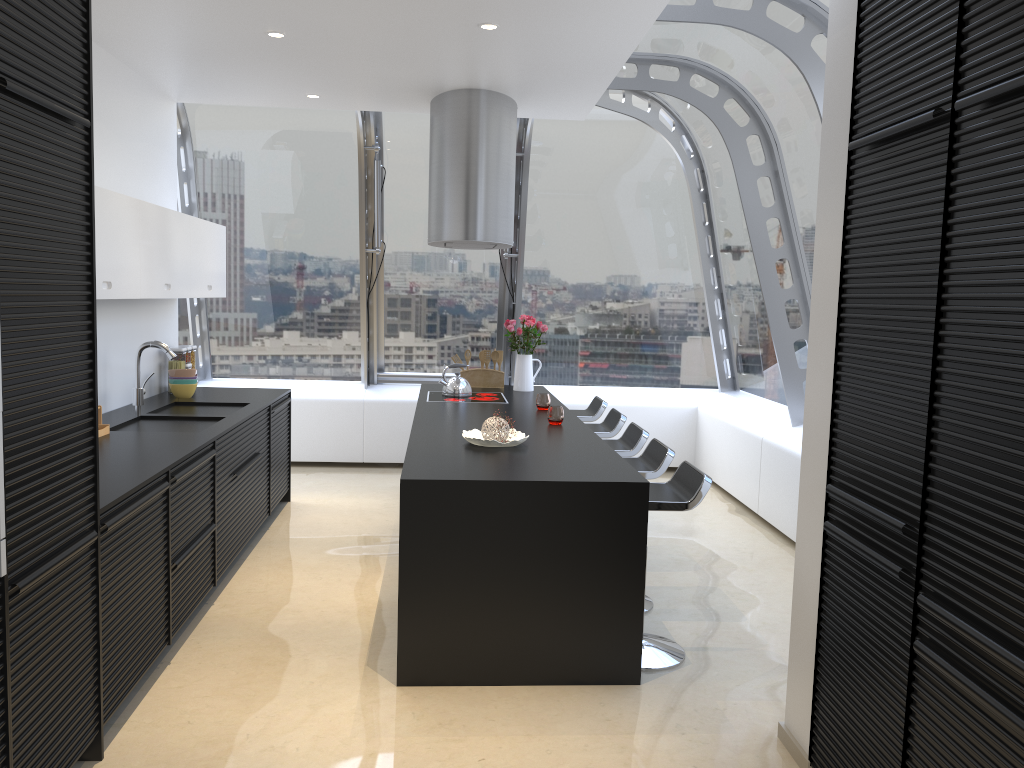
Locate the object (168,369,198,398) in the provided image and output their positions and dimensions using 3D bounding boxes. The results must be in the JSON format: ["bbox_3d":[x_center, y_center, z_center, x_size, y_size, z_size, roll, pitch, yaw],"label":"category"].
[{"bbox_3d":[-2.184,-0.007,5.889,0.185,0.205,0.205,0,6,-16],"label":"object"}]

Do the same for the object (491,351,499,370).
[{"bbox_3d":[-0.139,-0.121,7.131,0.068,0.298,0.039,1,6,-4],"label":"object"}]

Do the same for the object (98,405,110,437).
[{"bbox_3d":[-2.038,0.198,4.309,0.100,0.170,0.173,1,6,-2],"label":"object"}]

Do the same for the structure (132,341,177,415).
[{"bbox_3d":[-2.040,0.016,5.092,0.248,0.536,0.115,1,6,-6],"label":"structure"}]

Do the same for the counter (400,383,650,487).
[{"bbox_3d":[-0.092,0.206,5.441,1.006,0.018,3.800,1,6,-5],"label":"counter"}]

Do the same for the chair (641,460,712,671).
[{"bbox_3d":[0.608,0.791,3.986,0.460,0.857,0.418,1,6,-4],"label":"chair"}]

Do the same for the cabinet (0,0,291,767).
[{"bbox_3d":[-1.827,-0.306,3.965,0.831,2.901,5.157,1,6,-5],"label":"cabinet"}]

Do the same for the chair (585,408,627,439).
[{"bbox_3d":[0.489,0.598,5.896,0.460,0.857,0.418,1,6,-4],"label":"chair"}]

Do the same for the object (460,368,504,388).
[{"bbox_3d":[-0.240,-0.046,7.139,0.353,0.157,0.084,1,6,-4],"label":"object"}]

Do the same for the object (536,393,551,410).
[{"bbox_3d":[0.205,0.117,5.819,0.095,0.106,0.095,3,6,16],"label":"object"}]

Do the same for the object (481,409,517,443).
[{"bbox_3d":[-0.078,0.221,4.433,0.190,0.191,0.165,4,6,23],"label":"object"}]

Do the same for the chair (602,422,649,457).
[{"bbox_3d":[0.531,0.665,5.231,0.460,0.857,0.418,1,6,-4],"label":"chair"}]

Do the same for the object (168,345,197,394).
[{"bbox_3d":[-2.318,-0.105,6.233,0.113,0.315,0.365,1,6,-5],"label":"object"}]

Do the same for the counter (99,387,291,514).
[{"bbox_3d":[-1.899,0.227,4.729,0.804,0.025,3.738,1,6,-5],"label":"counter"}]

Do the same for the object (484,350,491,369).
[{"bbox_3d":[-0.203,-0.123,7.124,0.057,0.299,0.019,1,6,-4],"label":"object"}]

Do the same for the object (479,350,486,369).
[{"bbox_3d":[-0.238,-0.126,7.141,0.061,0.299,0.040,1,6,-6],"label":"object"}]

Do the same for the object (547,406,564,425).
[{"bbox_3d":[0.254,0.183,5.167,0.095,0.106,0.095,1,6,-6],"label":"object"}]

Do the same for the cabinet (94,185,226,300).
[{"bbox_3d":[-2.115,-0.707,4.618,0.343,0.515,3.741,1,6,-5],"label":"cabinet"}]

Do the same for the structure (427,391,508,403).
[{"bbox_3d":[-0.329,0.114,6.401,0.562,0.041,0.640,1,6,-5],"label":"structure"}]

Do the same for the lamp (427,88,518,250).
[{"bbox_3d":[-0.282,-1.460,6.248,0.606,0.966,1.112,1,6,-5],"label":"lamp"}]

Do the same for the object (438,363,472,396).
[{"bbox_3d":[-0.403,-0.038,6.545,0.221,0.230,0.221,5,6,27],"label":"object"}]

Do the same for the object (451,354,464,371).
[{"bbox_3d":[-0.394,-0.112,7.131,0.199,0.259,0.016,2,6,7],"label":"object"}]

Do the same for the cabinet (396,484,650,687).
[{"bbox_3d":[-0.105,0.632,5.483,1.007,0.838,3.800,1,6,-5],"label":"cabinet"}]

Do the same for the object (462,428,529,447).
[{"bbox_3d":[-0.085,0.281,4.450,0.334,0.078,0.329,0,6,-17],"label":"object"}]

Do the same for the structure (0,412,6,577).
[{"bbox_3d":[-1.275,0.308,1.956,0.023,0.420,0.592,1,6,-4],"label":"structure"}]

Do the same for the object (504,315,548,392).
[{"bbox_3d":[0.101,-0.243,6.927,0.350,0.596,0.327,2,6,2],"label":"object"}]

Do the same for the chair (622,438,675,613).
[{"bbox_3d":[0.568,0.725,4.634,0.460,0.857,0.418,1,6,-4],"label":"chair"}]

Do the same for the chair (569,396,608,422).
[{"bbox_3d":[0.444,0.525,6.622,0.460,0.857,0.418,1,6,-4],"label":"chair"}]

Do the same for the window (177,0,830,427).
[{"bbox_3d":[-4.310,-0.041,0.685,16.171,3.674,16.693,1,6,-12],"label":"window"}]

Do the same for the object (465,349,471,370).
[{"bbox_3d":[-0.357,-0.129,7.134,0.055,0.299,0.027,1,6,-4],"label":"object"}]

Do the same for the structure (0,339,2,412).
[{"bbox_3d":[-1.260,-0.094,1.916,0.061,0.388,0.592,1,6,-4],"label":"structure"}]

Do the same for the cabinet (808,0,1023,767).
[{"bbox_3d":[1.487,0.189,1.790,0.831,2.558,2.252,1,6,-3],"label":"cabinet"}]

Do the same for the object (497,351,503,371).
[{"bbox_3d":[-0.103,-0.122,7.151,0.057,0.294,0.030,1,6,-4],"label":"object"}]
